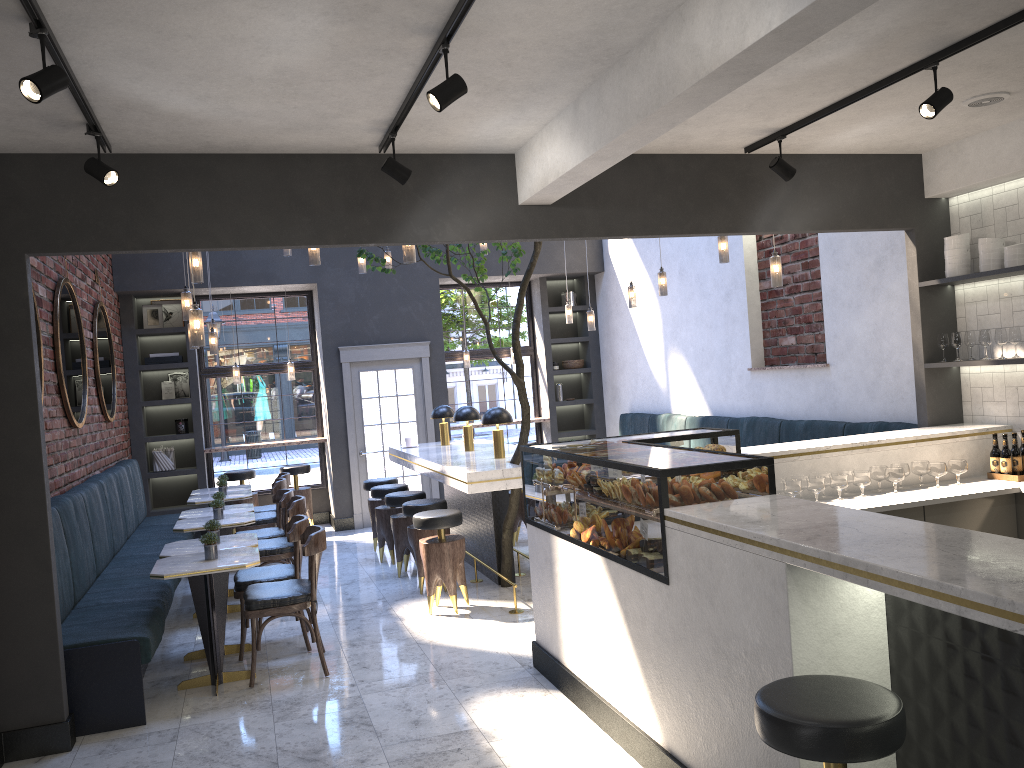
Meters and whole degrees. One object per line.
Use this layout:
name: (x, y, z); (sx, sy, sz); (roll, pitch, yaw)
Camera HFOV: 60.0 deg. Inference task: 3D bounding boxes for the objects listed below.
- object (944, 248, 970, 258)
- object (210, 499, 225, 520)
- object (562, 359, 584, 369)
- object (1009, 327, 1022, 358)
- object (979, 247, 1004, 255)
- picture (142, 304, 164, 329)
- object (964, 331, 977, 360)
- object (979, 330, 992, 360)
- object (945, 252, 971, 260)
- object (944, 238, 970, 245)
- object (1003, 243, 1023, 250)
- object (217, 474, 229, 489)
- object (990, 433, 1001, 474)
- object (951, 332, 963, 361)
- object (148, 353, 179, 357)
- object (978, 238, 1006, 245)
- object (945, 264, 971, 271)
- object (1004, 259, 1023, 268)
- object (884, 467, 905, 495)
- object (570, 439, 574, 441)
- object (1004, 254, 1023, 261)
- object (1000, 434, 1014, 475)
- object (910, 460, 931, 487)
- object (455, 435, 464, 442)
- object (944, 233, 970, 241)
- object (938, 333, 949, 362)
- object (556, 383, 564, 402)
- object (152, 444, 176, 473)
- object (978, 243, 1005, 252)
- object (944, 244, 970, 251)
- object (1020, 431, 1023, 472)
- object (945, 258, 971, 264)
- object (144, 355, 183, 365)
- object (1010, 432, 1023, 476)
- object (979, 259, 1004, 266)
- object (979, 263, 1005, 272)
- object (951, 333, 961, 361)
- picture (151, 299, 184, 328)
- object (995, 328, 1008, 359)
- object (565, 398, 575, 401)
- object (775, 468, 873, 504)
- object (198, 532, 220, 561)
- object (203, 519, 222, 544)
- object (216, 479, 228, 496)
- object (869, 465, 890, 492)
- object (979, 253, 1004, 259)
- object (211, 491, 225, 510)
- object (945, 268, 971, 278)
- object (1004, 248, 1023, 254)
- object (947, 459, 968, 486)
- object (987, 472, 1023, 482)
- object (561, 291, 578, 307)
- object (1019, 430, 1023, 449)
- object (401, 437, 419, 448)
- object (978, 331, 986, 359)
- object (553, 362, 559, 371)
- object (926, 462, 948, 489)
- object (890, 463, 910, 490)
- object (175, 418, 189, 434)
object: (2.922, -0.850, 5.820); (0.153, 0.060, 0.153); (-5, 1, -35)
object: (-2.343, 0.995, 7.060); (0.118, 0.165, 0.122); (-5, 1, -39)
object: (0.842, -0.268, 12.217); (0.305, 0.124, 0.304); (-4, 1, 4)
object: (3.137, -0.258, 5.525); (0.070, 0.188, 0.070); (-4, 1, -3)
object: (3.049, -0.829, 5.631); (0.153, 0.075, 0.154); (-4, 1, 40)
picture: (-4.357, -0.810, 10.761); (0.230, 0.313, 0.061); (-5, 1, -17)
object: (3.033, -0.253, 5.864); (0.070, 0.188, 0.070); (-5, 1, -26)
object: (2.997, -0.248, 5.606); (0.070, 0.188, 0.070); (-5, 1, -26)
object: (2.925, -0.821, 5.822); (0.153, 0.075, 0.154); (-4, 1, 40)
object: (2.921, -0.916, 5.816); (0.153, 0.067, 0.153); (-4, 1, 29)
object: (3.106, -0.832, 5.445); (0.153, 0.075, 0.154); (-4, 1, 40)
object: (-3.034, 1.029, 9.318); (0.118, 0.165, 0.122); (-5, 1, -39)
object: (2.988, 0.443, 5.471); (0.069, 0.279, 0.069); (-4, 1, 35)
object: (2.928, -0.245, 5.832); (0.070, 0.188, 0.070); (-5, 1, -26)
object: (-4.187, -0.342, 10.655); (0.327, 0.039, 0.227); (-5, 1, -27)
object: (3.045, -0.893, 5.626); (0.154, 0.076, 0.153); (-4, 1, 4)
object: (2.931, -0.759, 5.825); (0.153, 0.074, 0.154); (-5, 1, -14)
object: (3.112, -0.734, 5.451); (0.153, 0.055, 0.153); (-4, 1, 35)
object: (2.228, 0.563, 5.160); (0.114, 0.147, 0.114); (-5, 1, -12)
object: (0.722, 0.732, 10.469); (0.118, 0.165, 0.122); (-5, 1, -39)
object: (3.112, -0.769, 5.448); (0.153, 0.074, 0.154); (-5, 1, -14)
object: (3.010, 0.442, 5.399); (0.070, 0.279, 0.069); (-5, 1, -40)
object: (2.478, 0.542, 5.374); (0.114, 0.147, 0.114); (-5, 1, -12)
object: (-0.505, 0.568, 9.496); (0.175, 0.097, 0.301); (-5, 1, -26)
object: (2.916, -0.947, 5.813); (0.153, 0.070, 0.153); (-4, 1, 29)
object: (2.894, -0.243, 5.945); (0.070, 0.188, 0.070); (-5, 1, -26)
object: (0.648, 0.115, 12.083); (0.098, 0.248, 0.098); (-4, 1, 22)
object: (-4.180, 0.882, 10.645); (0.250, 0.323, 0.241); (-5, 1, -17)
object: (3.046, -0.858, 5.629); (0.153, 0.060, 0.153); (-5, 1, -35)
object: (2.921, -0.886, 5.817); (0.154, 0.076, 0.153); (-4, 1, 4)
object: (3.153, 0.431, 5.443); (0.070, 0.279, 0.069); (-5, 1, -10)
object: (2.930, -0.789, 5.824); (0.153, 0.062, 0.153); (-4, 1, 12)
object: (-4.175, -0.281, 10.646); (0.412, 0.084, 0.286); (-5, 1, -17)
object: (3.081, 0.437, 5.423); (0.069, 0.279, 0.069); (-4, 1, 35)
object: (3.055, -0.767, 5.634); (0.153, 0.074, 0.154); (-5, 1, -14)
object: (3.055, -0.731, 5.636); (0.153, 0.055, 0.153); (-4, 1, 35)
object: (2.998, -0.252, 5.977); (0.070, 0.188, 0.070); (-5, 1, -26)
picture: (-4.211, -0.847, 10.842); (0.361, 0.369, 0.055); (-5, 1, -17)
object: (3.032, -0.250, 5.493); (0.070, 0.188, 0.070); (-4, 1, -3)
object: (0.794, 0.215, 12.099); (0.130, 0.026, 0.130); (-5, 1, -34)
object: (1.779, 0.598, 5.121); (0.575, 0.147, 0.256); (-5, 1, -17)
object: (-1.810, 0.969, 5.319); (0.118, 0.165, 0.122); (-5, 1, -39)
object: (-1.980, 0.978, 5.875); (0.118, 0.165, 0.122); (-5, 1, -39)
object: (-2.864, 1.020, 8.761); (0.118, 0.165, 0.122); (-5, 1, -39)
object: (2.190, 0.565, 5.286); (0.114, 0.147, 0.114); (-5, 1, -12)
object: (3.054, -0.797, 5.633); (0.153, 0.062, 0.153); (-4, 1, 12)
object: (-2.513, 1.003, 7.617); (0.118, 0.165, 0.122); (-5, 1, -39)
object: (2.931, -0.723, 5.828); (0.153, 0.055, 0.153); (-4, 1, 35)
object: (3.111, -0.799, 5.447); (0.153, 0.062, 0.153); (-4, 1, 12)
object: (2.660, 0.529, 5.292); (0.114, 0.147, 0.114); (-5, 1, -12)
object: (3.126, 0.555, 5.434); (0.307, 0.038, 0.231); (-5, 1, -17)
object: (0.790, -1.162, 12.221); (0.214, 0.215, 0.213); (-4, 1, -8)
object: (3.202, 0.426, 5.536); (0.070, 0.279, 0.069); (-4, 1, 15)
object: (-1.072, 0.612, 9.288); (0.176, 0.098, 0.204); (-4, 1, -12)
object: (3.068, -0.255, 5.751); (0.070, 0.188, 0.070); (-5, 1, -26)
object: (0.586, -0.245, 12.113); (0.116, 0.119, 0.117); (-5, 1, -41)
object: (2.516, 0.540, 5.248); (0.114, 0.147, 0.114); (-5, 1, -12)
object: (2.334, 0.554, 5.330); (0.114, 0.147, 0.114); (-5, 1, -12)
object: (-3.980, 0.511, 10.693); (0.152, 0.181, 0.152); (-4, 1, 21)
